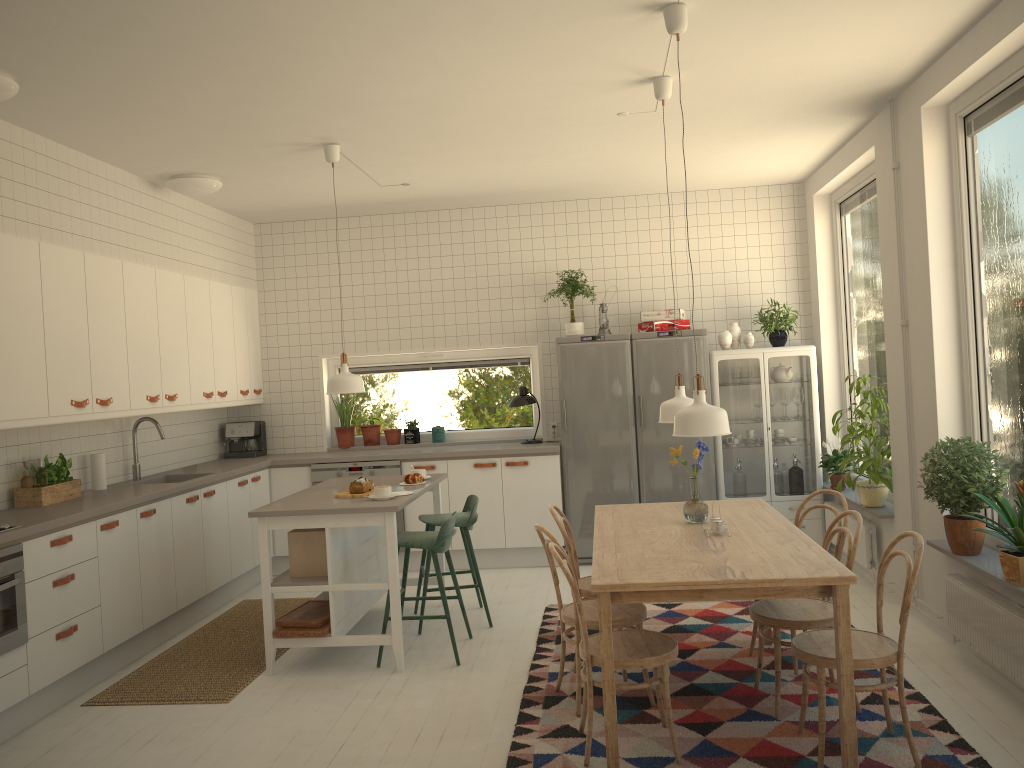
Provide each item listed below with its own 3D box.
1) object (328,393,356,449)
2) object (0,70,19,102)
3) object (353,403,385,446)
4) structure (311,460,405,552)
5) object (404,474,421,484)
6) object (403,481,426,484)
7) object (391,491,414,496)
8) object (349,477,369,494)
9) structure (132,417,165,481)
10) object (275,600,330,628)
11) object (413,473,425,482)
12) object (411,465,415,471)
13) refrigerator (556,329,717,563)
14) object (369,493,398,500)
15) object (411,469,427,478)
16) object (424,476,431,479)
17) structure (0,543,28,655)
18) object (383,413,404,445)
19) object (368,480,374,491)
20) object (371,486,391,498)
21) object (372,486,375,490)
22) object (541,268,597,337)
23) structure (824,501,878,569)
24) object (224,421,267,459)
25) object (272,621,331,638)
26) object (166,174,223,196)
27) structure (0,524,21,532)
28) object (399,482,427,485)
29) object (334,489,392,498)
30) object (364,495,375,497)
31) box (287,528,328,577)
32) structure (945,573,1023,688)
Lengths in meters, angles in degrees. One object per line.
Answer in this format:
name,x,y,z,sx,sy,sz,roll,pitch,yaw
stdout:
object,-1.412,0.292,7.563,0.300,0.499,0.333,-3,0,-11
object,-2.300,-1.265,3.779,0.351,0.101,0.351,-4,1,-42
object,-1.201,0.342,7.557,0.258,0.370,0.234,-3,0,18
structure,-1.167,0.959,7.213,0.705,0.710,0.704,-3,0,6
object,-0.620,0.579,5.408,0.131,0.060,0.070,-3,1,44
object,-0.605,0.605,5.420,0.122,0.005,0.120,-3,1,24
object,-0.634,0.614,4.955,0.167,0.005,0.167,-3,1,2
object,-0.860,0.568,4.981,0.086,0.087,0.090,-3,0,13
structure,-2.429,0.429,5.921,0.236,0.421,0.063,-3,0,13
object,-1.088,1.255,4.857,0.280,0.030,0.430,-3,1,14
object,-0.574,0.576,5.436,0.060,0.059,0.074,-3,1,-25
object,-0.609,0.555,5.611,0.028,0.086,0.102,-3,1,-43
refrigerator,0.977,0.495,6.985,1.146,1.778,0.559,-3,0,6
object,-0.697,0.613,4.797,0.160,0.020,0.160,-4,1,-28
object,-0.591,0.571,5.596,0.094,0.060,0.098,-3,1,3
object,-0.590,0.598,5.594,0.160,0.020,0.160,-3,1,2
structure,-2.549,0.964,3.692,0.704,0.447,0.682,-3,1,6
object,-0.999,0.381,7.513,0.194,0.277,0.176,-3,0,-27
object,-0.829,0.579,5.059,0.083,0.057,0.072,-3,1,12
object,-0.701,0.585,4.796,0.098,0.064,0.094,-4,1,-36
object,-0.832,0.600,5.117,0.077,0.017,0.068,-3,1,14
object,0.481,-0.640,6.930,0.474,0.545,0.468,-3,0,20
structure,2.340,1.021,6.096,0.113,0.276,1.016,-3,1,6
object,-2.256,0.466,7.399,0.316,0.292,0.279,-3,0,7
object,-1.077,1.286,4.781,0.280,0.030,0.430,-3,1,6
object,-2.091,-1.301,5.842,0.351,0.101,0.351,-4,1,-42
structure,-2.516,0.677,3.678,0.504,0.057,0.763,-3,1,6
object,-0.605,0.607,5.416,0.167,0.005,0.167,-3,1,2
object,-0.846,0.619,5.048,0.237,0.019,0.306,-3,1,22
object,-0.755,0.608,4.816,0.132,0.011,0.027,-4,1,-45
box,-1.059,0.906,4.911,0.237,0.242,0.357,-3,1,7
structure,2.104,1.062,3.772,0.113,0.279,1.029,-3,1,6
